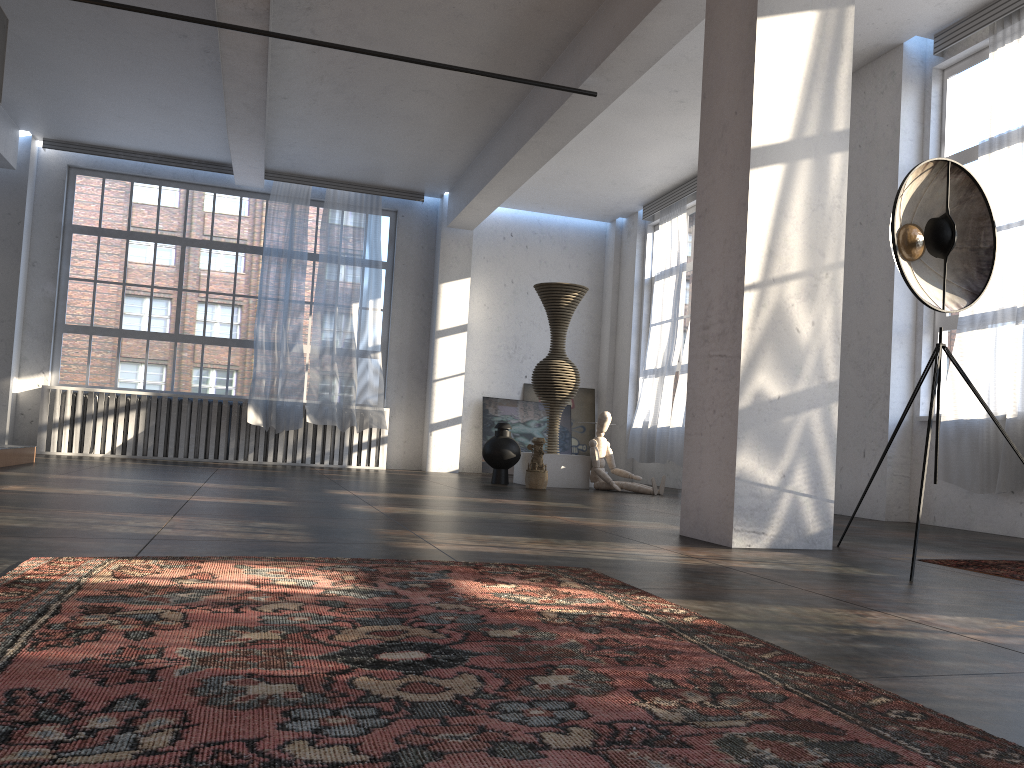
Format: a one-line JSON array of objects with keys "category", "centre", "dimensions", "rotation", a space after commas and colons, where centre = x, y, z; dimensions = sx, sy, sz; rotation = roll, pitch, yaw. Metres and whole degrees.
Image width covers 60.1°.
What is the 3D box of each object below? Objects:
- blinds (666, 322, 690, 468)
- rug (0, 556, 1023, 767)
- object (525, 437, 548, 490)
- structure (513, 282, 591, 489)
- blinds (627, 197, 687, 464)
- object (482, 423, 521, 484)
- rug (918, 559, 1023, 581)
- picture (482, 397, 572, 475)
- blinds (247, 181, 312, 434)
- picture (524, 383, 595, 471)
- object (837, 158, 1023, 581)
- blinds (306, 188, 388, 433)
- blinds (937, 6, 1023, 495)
[{"category": "blinds", "centre": [2.330, -0.835, 10.694], "dimensions": [0.319, 3.709, 1.012], "rotation": [4, -3, -17]}, {"category": "rug", "centre": [-0.204, 0.540, 1.668], "dimensions": [1.878, 0.029, 2.851], "rotation": [4, -4, -17]}, {"category": "object", "centre": [0.265, 0.862, 9.283], "dimensions": [0.238, 0.600, 0.222], "rotation": [3, -3, 11]}, {"category": "structure", "centre": [0.511, 0.034, 10.285], "dimensions": [0.685, 2.324, 0.741], "rotation": [4, -3, -17]}, {"category": "blinds", "centre": [1.989, -0.786, 11.819], "dimensions": [0.344, 3.694, 1.021], "rotation": [4, -3, -19]}, {"category": "object", "centre": [-0.118, 0.790, 10.062], "dimensions": [0.434, 0.692, 0.452], "rotation": [1, -4, 37]}, {"category": "rug", "centre": [3.261, 0.845, 3.121], "dimensions": [1.839, 0.009, 3.092], "rotation": [4, -4, -17]}, {"category": "picture", "centre": [0.235, 0.799, 13.139], "dimensions": [1.451, 1.140, 0.301], "rotation": [5, -3, -20]}, {"category": "blinds", "centre": [-3.057, -1.113, 11.822], "dimensions": [0.701, 3.555, 0.866], "rotation": [4, -3, -18]}, {"category": "picture", "centre": [0.726, 0.717, 13.408], "dimensions": [1.162, 1.385, 0.250], "rotation": [4, -3, -18]}, {"category": "object", "centre": [1.969, -0.100, 4.253], "dimensions": [1.069, 1.917, 1.166], "rotation": [4, -3, -17]}, {"category": "blinds", "centre": [-2.150, -1.088, 11.976], "dimensions": [1.071, 3.497, 0.988], "rotation": [4, -3, -17]}, {"category": "blinds", "centre": [3.595, -1.062, 6.326], "dimensions": [0.319, 3.709, 1.012], "rotation": [4, -3, -17]}]
